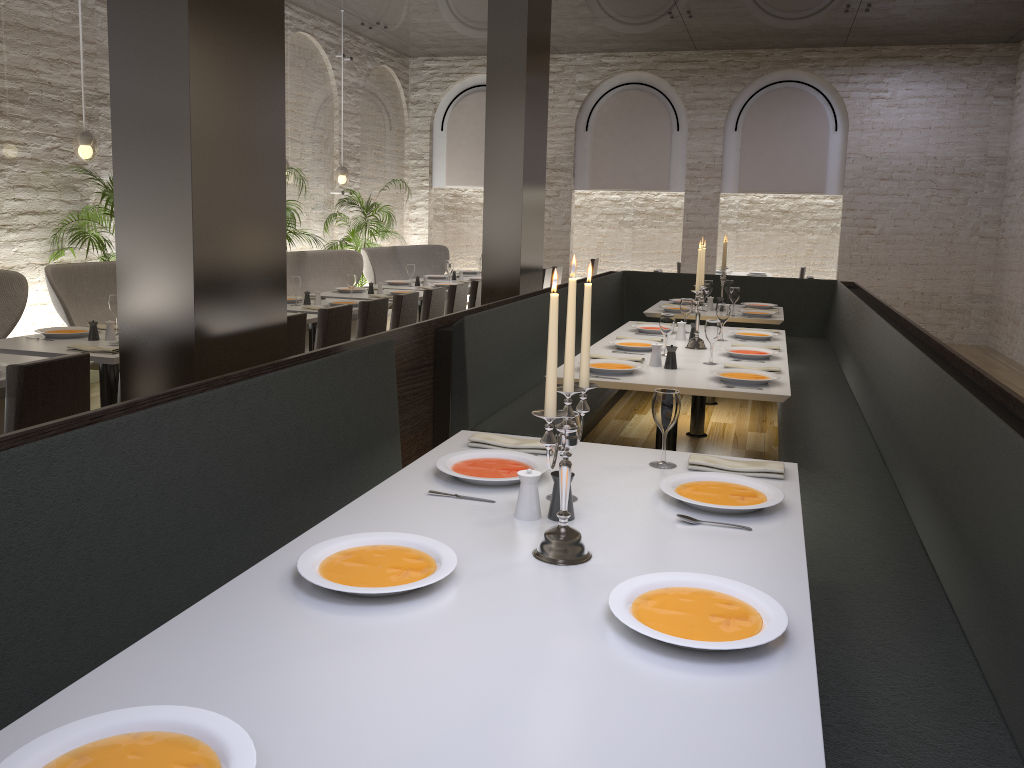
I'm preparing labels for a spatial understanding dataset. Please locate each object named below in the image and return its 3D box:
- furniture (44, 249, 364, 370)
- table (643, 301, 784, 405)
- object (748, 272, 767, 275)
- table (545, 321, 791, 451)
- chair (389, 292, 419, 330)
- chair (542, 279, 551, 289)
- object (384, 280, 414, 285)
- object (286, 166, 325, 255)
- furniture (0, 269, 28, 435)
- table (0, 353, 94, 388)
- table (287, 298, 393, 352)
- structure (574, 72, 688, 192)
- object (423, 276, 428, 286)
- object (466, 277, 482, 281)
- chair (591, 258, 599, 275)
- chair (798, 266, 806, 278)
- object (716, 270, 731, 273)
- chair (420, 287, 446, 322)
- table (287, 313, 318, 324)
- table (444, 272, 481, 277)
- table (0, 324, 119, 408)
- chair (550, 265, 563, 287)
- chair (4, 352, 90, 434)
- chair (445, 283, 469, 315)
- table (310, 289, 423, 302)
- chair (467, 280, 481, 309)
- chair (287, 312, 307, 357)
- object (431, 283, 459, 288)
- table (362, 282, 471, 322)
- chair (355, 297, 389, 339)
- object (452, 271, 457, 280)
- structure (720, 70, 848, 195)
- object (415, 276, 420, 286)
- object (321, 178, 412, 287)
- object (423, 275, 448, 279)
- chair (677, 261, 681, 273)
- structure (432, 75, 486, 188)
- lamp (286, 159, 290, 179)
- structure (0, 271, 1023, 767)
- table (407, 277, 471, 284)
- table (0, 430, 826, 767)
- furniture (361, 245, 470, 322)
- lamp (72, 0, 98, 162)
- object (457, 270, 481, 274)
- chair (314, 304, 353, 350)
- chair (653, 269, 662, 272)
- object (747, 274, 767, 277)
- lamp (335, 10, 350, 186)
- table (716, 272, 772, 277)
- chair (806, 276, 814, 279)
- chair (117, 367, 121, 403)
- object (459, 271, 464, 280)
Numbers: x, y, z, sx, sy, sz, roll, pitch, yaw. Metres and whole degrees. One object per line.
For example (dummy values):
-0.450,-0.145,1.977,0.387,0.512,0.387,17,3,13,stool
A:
-2.197,-0.566,7.753,0.709,1.090,4.501,4,11,16,furniture
1.749,-0.267,7.673,1.101,0.755,1.195,4,10,16,table
3.669,-1.650,13.240,0.322,0.036,0.323,-7,13,-38,object
1.027,0.166,5.243,1.101,0.755,2.553,4,11,16,table
-1.035,-0.257,6.801,0.566,0.900,0.414,4,9,16,chair
0.173,-0.982,10.867,0.566,0.900,0.414,4,9,16,chair
-1.199,-1.067,9.365,0.322,0.036,0.323,-6,13,-36,object
-2.582,-1.248,9.034,1.146,1.963,1.194,-4,11,-33,object
-3.507,0.220,3.343,0.709,1.090,4.501,4,11,16,furniture
-2.573,0.316,3.884,0.937,0.755,1.016,4,10,16,table
-1.596,-0.270,7.171,0.937,0.755,1.016,4,10,16,table
1.730,-3.637,12.802,1.635,1.665,0.098,4,9,16,structure
-0.903,-1.077,9.252,0.059,0.109,0.059,-5,11,-38,object
-0.373,-1.211,10.264,0.322,0.036,0.323,-6,13,-36,object
1.057,-1.547,14.032,0.566,0.900,0.414,4,9,16,chair
4.045,-1.300,13.173,0.566,0.900,0.414,4,9,16,chair
3.155,-1.693,13.391,0.322,0.036,0.323,-7,13,-38,object
-0.868,-0.358,7.363,0.566,0.900,0.414,4,9,16,chair
-1.924,-0.073,6.067,0.937,0.755,1.016,4,10,16,table
-0.316,-1.037,11.480,0.937,0.755,1.016,4,10,16,table
-2.253,0.124,4.961,0.937,0.755,1.016,4,10,16,table
0.336,-1.079,11.416,0.566,0.900,0.414,4,9,16,chair
-2.008,0.326,3.526,0.566,0.900,0.414,4,9,16,chair
-0.707,-0.454,7.904,0.566,0.900,0.414,4,9,16,chair
-1.265,-0.468,8.284,0.937,0.755,1.016,4,10,16,table
-0.541,-0.554,8.465,0.566,0.900,0.414,4,9,16,chair
-1.521,0.034,5.167,0.566,0.900,0.414,4,9,16,chair
-0.684,-1.025,9.215,0.322,0.036,0.323,-6,13,-36,object
-0.949,-0.657,9.347,0.937,0.755,1.016,4,10,16,table
-1.194,-0.162,6.265,0.566,0.900,0.414,4,9,16,chair
-0.671,-1.262,10.276,0.059,0.109,0.059,-5,11,-38,object
3.762,-3.469,12.218,1.635,1.665,0.098,4,9,16,structure
-0.983,-1.075,9.228,0.059,0.109,0.059,-5,11,-38,object
-1.871,-1.664,11.372,1.145,1.963,1.196,1,9,-3,object
-0.888,-1.254,10.414,0.322,0.036,0.323,-6,13,-36,object
2.787,-1.404,13.535,0.566,0.900,0.414,4,9,16,chair
-0.438,-3.816,13.426,1.635,1.665,0.098,4,9,16,structure
-2.422,-3.173,9.291,0.178,2.029,0.179,1,8,-5,lamp
0.605,0.316,3.724,2.373,0.994,10.809,5,11,16,structure
-0.638,-0.844,10.396,0.937,0.755,1.016,4,10,16,table
-0.014,0.790,1.740,1.101,0.755,2.553,4,11,16,table
-1.158,-1.188,11.248,0.708,1.090,2.599,4,11,16,furniture
-3.218,-2.696,6.611,0.178,2.029,0.178,8,10,37,lamp
-0.566,-1.447,11.498,0.322,0.036,0.323,-6,13,-36,object
-1.353,-0.067,5.732,0.566,0.900,0.414,4,9,16,chair
2.027,-0.949,10.977,0.566,0.900,0.414,4,9,16,chair
3.566,-1.582,12.900,0.273,0.033,0.143,5,11,16,object
-2.030,-3.408,10.610,0.178,2.029,0.179,1,8,-5,lamp
3.404,-1.283,13.373,0.937,0.755,1.016,4,10,16,table
3.285,-0.845,10.615,0.566,0.900,0.414,4,9,16,chair
-1.840,0.225,4.091,0.566,0.900,0.414,4,9,16,chair
-0.591,-1.264,10.300,0.059,0.109,0.059,-5,11,-38,object
